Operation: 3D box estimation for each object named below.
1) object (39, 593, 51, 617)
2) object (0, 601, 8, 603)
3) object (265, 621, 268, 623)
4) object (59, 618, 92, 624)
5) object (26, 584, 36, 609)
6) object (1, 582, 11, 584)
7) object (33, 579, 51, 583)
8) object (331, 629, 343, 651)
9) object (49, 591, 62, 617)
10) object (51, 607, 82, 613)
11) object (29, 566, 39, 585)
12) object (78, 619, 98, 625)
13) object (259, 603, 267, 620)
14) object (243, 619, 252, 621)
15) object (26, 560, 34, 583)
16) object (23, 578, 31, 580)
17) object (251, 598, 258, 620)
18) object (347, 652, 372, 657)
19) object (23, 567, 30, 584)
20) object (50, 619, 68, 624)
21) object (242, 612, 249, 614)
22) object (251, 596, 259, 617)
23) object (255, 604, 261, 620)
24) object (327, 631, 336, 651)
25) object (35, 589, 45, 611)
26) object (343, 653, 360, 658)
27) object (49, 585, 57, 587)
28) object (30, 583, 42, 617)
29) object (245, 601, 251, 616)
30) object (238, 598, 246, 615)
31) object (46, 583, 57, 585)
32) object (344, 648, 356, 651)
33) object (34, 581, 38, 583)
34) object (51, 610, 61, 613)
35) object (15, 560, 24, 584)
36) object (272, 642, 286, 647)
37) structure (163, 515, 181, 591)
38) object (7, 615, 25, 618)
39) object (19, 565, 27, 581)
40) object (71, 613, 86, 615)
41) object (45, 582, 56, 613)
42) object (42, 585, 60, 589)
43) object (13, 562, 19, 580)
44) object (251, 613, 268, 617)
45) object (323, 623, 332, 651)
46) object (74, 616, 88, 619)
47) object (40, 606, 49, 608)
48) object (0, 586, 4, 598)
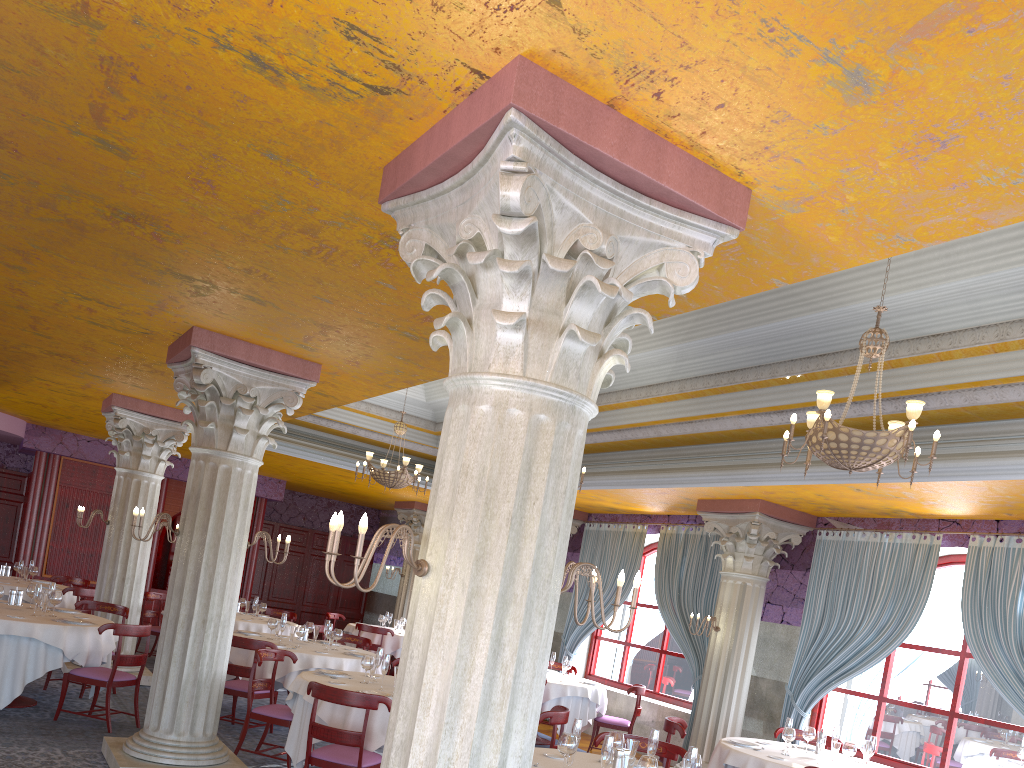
[{"bbox_3d":[-4.820,2.279,8.836,0.086,0.236,0.085,10,-1,-6],"label":"object"},{"bbox_3d":[-5.599,2.411,9.455,0.157,0.009,0.165,-1,-17,38],"label":"object"},{"bbox_3d":[-3.657,3.649,13.069,0.230,0.013,0.028,7,-12,13],"label":"object"},{"bbox_3d":[-4.450,2.426,8.737,0.322,0.024,0.313,18,-16,-30],"label":"object"},{"bbox_3d":[-5.212,2.311,9.295,0.124,0.263,0.121,10,-2,-17],"label":"object"},{"bbox_3d":[-7.075,2.774,11.951,0.156,0.009,0.165,2,-16,28],"label":"object"},{"bbox_3d":[-7.262,3.057,13.250,0.322,0.024,0.313,18,-16,-30],"label":"object"},{"bbox_3d":[-2.180,3.179,10.649,0.120,0.263,0.125,9,-2,28],"label":"object"},{"bbox_3d":[-4.776,2.301,8.945,0.124,0.263,0.121,10,-2,-17],"label":"object"},{"bbox_3d":[-5.024,2.553,9.649,0.322,0.024,0.313,18,-16,-30],"label":"object"},{"bbox_3d":[-7.015,2.804,12.545,0.125,0.263,0.120,11,-2,-40],"label":"object"},{"bbox_3d":[-4.439,2.483,8.949,0.254,0.019,0.057,6,-13,17],"label":"object"},{"bbox_3d":[-3.921,3.571,13.450,0.125,0.263,0.120,11,-2,-40],"label":"object"},{"bbox_3d":[-3.981,3.541,12.856,0.163,0.009,0.158,18,-16,-30],"label":"object"},{"bbox_3d":[-7.211,2.806,12.832,0.074,0.334,0.074,10,0,5],"label":"object"},{"bbox_3d":[-7.472,3.025,13.261,0.054,0.019,0.267,6,-14,18],"label":"object"},{"bbox_3d":[-3.977,3.466,13.213,0.074,0.334,0.074,10,0,5],"label":"object"},{"bbox_3d":[-1.854,3.305,10.441,0.322,0.024,0.313,18,-16,-30],"label":"object"},{"bbox_3d":[-7.059,2.783,12.436,0.086,0.236,0.085,10,-1,-6],"label":"object"},{"bbox_3d":[-4.512,2.378,8.563,0.230,0.013,0.028,7,-12,13],"label":"object"},{"bbox_3d":[-4.378,3.792,14.166,0.054,0.019,0.267,6,-14,18],"label":"object"},{"bbox_3d":[-4.118,3.573,13.738,0.074,0.334,0.074,10,0,5],"label":"object"},{"bbox_3d":[-3.966,3.550,13.341,0.086,0.236,0.085,10,-1,-6],"label":"object"},{"bbox_3d":[-2.224,3.158,10.539,0.086,0.236,0.085,10,-1,-6],"label":"object"},{"bbox_3d":[-5.106,2.333,9.253,0.084,0.236,0.088,9,-1,39],"label":"object"},{"bbox_3d":[-1.915,3.257,10.267,0.230,0.013,0.028,7,-12,13],"label":"object"},{"bbox_3d":[-6.911,3.037,12.892,0.157,0.009,0.165,-1,-17,38],"label":"object"},{"bbox_3d":[-4.832,2.196,8.707,0.074,0.334,0.074,10,0,5],"label":"object"},{"bbox_3d":[-4.251,3.604,13.759,0.087,0.236,0.084,10,-1,-29],"label":"object"},{"bbox_3d":[-4.357,3.582,13.801,0.125,0.263,0.120,11,-2,-40],"label":"object"},{"bbox_3d":[-7.092,3.077,13.189,0.027,0.013,0.241,7,-14,14],"label":"object"},{"bbox_3d":[-2.076,3.412,10.996,0.157,0.009,0.164,8,-14,9],"label":"object"},{"bbox_3d":[-7.274,3.011,13.048,0.137,0.010,0.031,6,-13,15],"label":"object"},{"bbox_3d":[-5.036,2.507,9.448,0.137,0.010,0.031,6,-13,15],"label":"object"},{"bbox_3d":[-7.071,2.700,12.308,0.074,0.334,0.074,10,0,5],"label":"object"},{"bbox_3d":[-2.754,3.001,9.856,0.322,0.024,0.313,18,-16,-30],"label":"object"},{"bbox_3d":[-6.806,3.659,18.357,0.987,1.838,0.631,11,-1,-31],"label":"structure"},{"bbox_3d":[-4.836,2.270,8.351,0.156,0.009,0.165,2,-16,28],"label":"object"},{"bbox_3d":[-7.345,2.837,12.853,0.085,0.236,0.087,10,-1,16],"label":"object"},{"bbox_3d":[-4.854,2.573,9.589,0.027,0.013,0.241,7,-14,14],"label":"object"},{"bbox_3d":[-4.972,2.302,9.232,0.074,0.334,0.074,10,0,5],"label":"object"},{"bbox_3d":[-6.689,2.930,12.338,0.322,0.024,0.313,18,-16,-30],"label":"object"},{"bbox_3d":[-7.450,2.815,12.895,0.124,0.263,0.121,10,-2,-17],"label":"object"},{"bbox_3d":[-4.169,3.824,14.155,0.309,0.024,0.326,-1,-17,38],"label":"object"},{"bbox_3d":[-2.236,3.074,10.411,0.074,0.334,0.074,10,0,5],"label":"object"},{"bbox_3d":[-4.672,2.533,9.292,0.160,0.009,0.161,13,-14,-11],"label":"object"},{"bbox_3d":[-5.233,2.521,9.661,0.054,0.019,0.267,6,-14,18],"label":"object"},{"bbox_3d":[-5.123,2.130,8.502,0.124,0.263,0.121,10,-2,-17],"label":"object"}]
